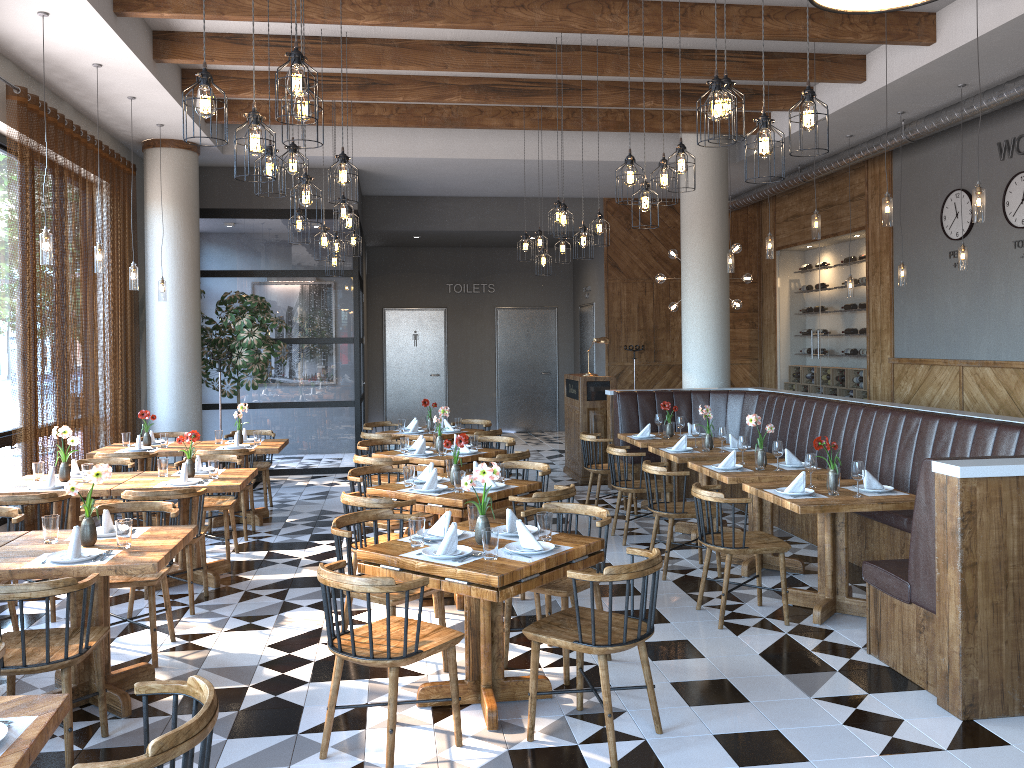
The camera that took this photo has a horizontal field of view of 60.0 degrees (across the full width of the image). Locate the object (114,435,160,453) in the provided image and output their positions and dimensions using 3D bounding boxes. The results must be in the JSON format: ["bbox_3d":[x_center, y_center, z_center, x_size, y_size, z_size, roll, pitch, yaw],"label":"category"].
[{"bbox_3d":[-3.489,0.550,8.264,0.352,0.137,0.272,-1,2,-8],"label":"object"}]

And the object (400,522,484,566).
[{"bbox_3d":[-0.299,0.712,4.053,0.352,0.137,0.272,1,3,37],"label":"object"}]

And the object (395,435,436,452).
[{"bbox_3d":[-0.856,0.528,8.050,0.272,0.137,0.352,1,3,37],"label":"object"}]

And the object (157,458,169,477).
[{"bbox_3d":[-2.589,0.622,6.572,0.080,0.132,0.080,-1,1,-23],"label":"object"}]

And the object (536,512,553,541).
[{"bbox_3d":[0.160,0.697,4.323,0.080,0.132,0.080,-2,1,-43],"label":"object"}]

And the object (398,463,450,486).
[{"bbox_3d":[-0.598,0.613,6.204,0.272,0.137,0.352,1,3,37],"label":"object"}]

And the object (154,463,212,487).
[{"bbox_3d":[-2.313,0.632,6.244,0.352,0.137,0.272,-1,2,-8],"label":"object"}]

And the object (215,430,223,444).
[{"bbox_3d":[-2.885,0.523,8.722,0.080,0.132,0.080,-1,1,-23],"label":"object"}]

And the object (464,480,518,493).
[{"bbox_3d":[-0.165,0.623,5.886,0.272,0.137,0.352,1,3,37],"label":"object"}]

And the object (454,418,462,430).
[{"bbox_3d":[-0.596,0.444,9.805,0.080,0.132,0.080,0,1,17],"label":"object"}]

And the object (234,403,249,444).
[{"bbox_3d":[-2.641,0.389,8.658,0.146,0.400,0.206,-1,1,-15],"label":"object"}]

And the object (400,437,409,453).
[{"bbox_3d":[-0.951,0.542,7.842,0.080,0.132,0.080,-1,1,7],"label":"object"}]

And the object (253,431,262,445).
[{"bbox_3d":[-2.468,0.524,8.598,0.080,0.132,0.080,-1,1,-23],"label":"object"}]

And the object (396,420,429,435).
[{"bbox_3d":[-1.058,0.459,9.542,0.352,0.137,0.272,1,3,37],"label":"object"}]

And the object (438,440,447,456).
[{"bbox_3d":[-0.595,0.550,7.581,0.080,0.132,0.080,-1,1,7],"label":"object"}]

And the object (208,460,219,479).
[{"bbox_3d":[-2.172,0.623,6.448,0.080,0.132,0.080,-1,1,-23],"label":"object"}]

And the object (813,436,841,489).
[{"bbox_3d":[1.987,0.502,5.596,0.171,0.355,0.156,-1,1,-5],"label":"object"}]

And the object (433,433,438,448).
[{"bbox_3d":[-0.690,0.522,8.190,0.080,0.132,0.080,-1,1,7],"label":"object"}]

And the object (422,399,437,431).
[{"bbox_3d":[-0.924,0.337,9.782,0.171,0.355,0.156,0,1,39],"label":"object"}]

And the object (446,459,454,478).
[{"bbox_3d":[-0.436,0.607,6.348,0.080,0.132,0.080,-1,1,-3],"label":"object"}]

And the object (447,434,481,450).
[{"bbox_3d":[-0.481,0.521,8.105,0.352,0.137,0.272,1,3,37],"label":"object"}]

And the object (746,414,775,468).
[{"bbox_3d":[1.881,0.428,6.712,0.206,0.400,0.146,-1,1,-6],"label":"object"}]

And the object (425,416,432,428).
[{"bbox_3d":[-0.947,0.436,10.056,0.080,0.132,0.080,0,1,17],"label":"object"}]

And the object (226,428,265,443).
[{"bbox_3d":[-2.687,0.509,8.913,0.352,0.137,0.272,-1,2,-8],"label":"object"}]

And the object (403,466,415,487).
[{"bbox_3d":[-0.697,0.627,6.001,0.080,0.132,0.080,-1,1,-3],"label":"object"}]

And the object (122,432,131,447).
[{"bbox_3d":[-3.746,0.539,8.603,0.080,0.132,0.080,-1,1,7],"label":"object"}]

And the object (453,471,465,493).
[{"bbox_3d":[-0.341,0.635,5.739,0.080,0.132,0.080,-1,1,7],"label":"object"}]

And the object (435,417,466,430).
[{"bbox_3d":[-0.741,0.435,9.970,0.352,0.137,0.272,1,3,37],"label":"object"}]

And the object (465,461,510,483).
[{"bbox_3d":[-0.223,0.606,6.259,0.352,0.137,0.272,1,3,37],"label":"object"}]

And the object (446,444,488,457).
[{"bbox_3d":[-0.423,0.538,7.731,0.272,0.137,0.352,1,3,37],"label":"object"}]

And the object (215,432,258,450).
[{"bbox_3d":[-2.608,0.533,8.386,0.352,0.137,0.272,-1,2,-8],"label":"object"}]

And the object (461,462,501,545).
[{"bbox_3d":[-0.148,0.570,4.237,0.206,0.400,0.146,-1,1,12],"label":"object"}]

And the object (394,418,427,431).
[{"bbox_3d":[-1.116,0.442,9.916,0.272,0.137,0.352,1,3,37],"label":"object"}]

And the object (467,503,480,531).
[{"bbox_3d":[-0.191,0.689,4.574,0.080,0.132,0.080,-2,1,-43],"label":"object"}]

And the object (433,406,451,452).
[{"bbox_3d":[-0.620,0.402,7.882,0.146,0.400,0.207,-1,1,4],"label":"object"}]

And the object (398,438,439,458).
[{"bbox_3d":[-0.798,0.545,7.677,0.352,0.137,0.272,1,3,37],"label":"object"}]

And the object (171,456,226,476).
[{"bbox_3d":[-2.392,0.608,6.771,0.352,0.137,0.272,-1,2,-8],"label":"object"}]

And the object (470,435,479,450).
[{"bbox_3d":[-0.339,0.530,7.940,0.080,0.132,0.080,-1,1,7],"label":"object"}]

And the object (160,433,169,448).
[{"bbox_3d":[-3.328,0.540,8.480,0.080,0.132,0.080,-1,1,7],"label":"object"}]

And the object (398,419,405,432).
[{"bbox_3d":[-1.208,0.456,9.708,0.080,0.132,0.080,-1,1,-33],"label":"object"}]

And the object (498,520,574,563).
[{"bbox_3d":[0.076,0.705,4.108,0.272,0.137,0.352,1,3,37],"label":"object"}]

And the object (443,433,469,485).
[{"bbox_3d":[-0.366,0.511,6.011,0.156,0.355,0.171,-1,1,-43],"label":"object"}]

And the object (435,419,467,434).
[{"bbox_3d":[-0.683,0.452,9.597,0.272,0.137,0.352,1,3,37],"label":"object"}]

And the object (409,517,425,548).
[{"bbox_3d":[-0.452,0.709,4.226,0.080,0.132,0.080,-1,1,-33],"label":"object"}]

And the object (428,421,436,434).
[{"bbox_3d":[-0.852,0.464,9.447,0.080,0.132,0.080,-1,1,7],"label":"object"}]

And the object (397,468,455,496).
[{"bbox_3d":[-0.540,0.630,5.831,0.352,0.137,0.272,1,3,37],"label":"object"}]

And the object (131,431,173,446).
[{"bbox_3d":[-3.567,0.525,8.791,0.352,0.137,0.272,-1,2,-8],"label":"object"}]

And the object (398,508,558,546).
[{"bbox_3d":[-0.165,0.693,4.426,0.577,0.137,0.582,1,3,37],"label":"object"}]

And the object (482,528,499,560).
[{"bbox_3d":[-0.096,0.717,3.965,0.080,0.132,0.080,-1,1,-33],"label":"object"}]

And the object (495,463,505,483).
[{"bbox_3d":[-0.085,0.615,6.098,0.080,0.132,0.080,-1,1,-3],"label":"object"}]

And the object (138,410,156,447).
[{"bbox_3d":[-3.526,0.427,8.563,0.156,0.355,0.171,-1,1,-32],"label":"object"}]
